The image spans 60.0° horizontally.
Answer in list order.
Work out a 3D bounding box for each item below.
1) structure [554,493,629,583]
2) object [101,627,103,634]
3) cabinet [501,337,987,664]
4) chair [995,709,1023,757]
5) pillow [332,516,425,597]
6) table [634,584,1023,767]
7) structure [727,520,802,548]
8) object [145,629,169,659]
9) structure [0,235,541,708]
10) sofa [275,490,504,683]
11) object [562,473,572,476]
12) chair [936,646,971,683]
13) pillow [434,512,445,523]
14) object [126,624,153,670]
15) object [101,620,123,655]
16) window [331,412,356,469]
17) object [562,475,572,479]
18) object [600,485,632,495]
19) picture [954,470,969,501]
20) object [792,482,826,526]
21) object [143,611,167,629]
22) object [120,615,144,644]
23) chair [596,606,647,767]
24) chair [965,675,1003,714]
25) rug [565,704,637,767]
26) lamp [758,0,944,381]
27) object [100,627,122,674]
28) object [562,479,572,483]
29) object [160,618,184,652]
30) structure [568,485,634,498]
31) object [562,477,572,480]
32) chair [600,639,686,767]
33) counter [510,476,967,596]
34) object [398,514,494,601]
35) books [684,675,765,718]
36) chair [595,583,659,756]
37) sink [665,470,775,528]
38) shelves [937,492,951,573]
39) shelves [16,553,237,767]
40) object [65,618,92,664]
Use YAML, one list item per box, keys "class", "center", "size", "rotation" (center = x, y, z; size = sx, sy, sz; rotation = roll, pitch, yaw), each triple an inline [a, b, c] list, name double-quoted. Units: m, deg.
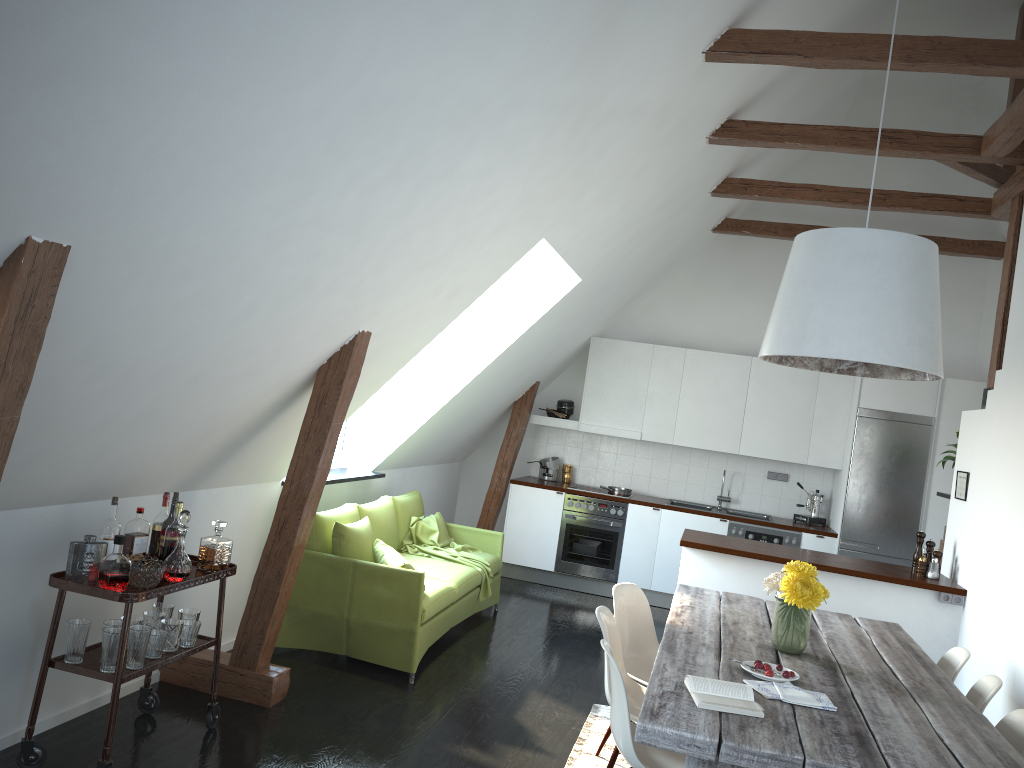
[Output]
- class: "structure"
  center: [0.795, 1.424, 8.402]
  size: [0.583, 0.725, 0.749]
  rotation: [8, -1, 14]
- class: "object"
  center: [-1.595, 1.024, 3.538]
  size: [0.092, 0.099, 0.092]
  rotation: [8, -1, -9]
- class: "cabinet"
  center: [1.877, 0.875, 7.050]
  size: [4.208, 2.369, 3.033]
  rotation: [8, -1, 14]
- class: "chair"
  center: [1.529, 1.521, 3.139]
  size: [0.542, 0.801, 0.465]
  rotation: [8, -1, 10]
- class: "pillow"
  center: [-0.755, 1.029, 5.294]
  size: [0.600, 0.387, 0.475]
  rotation: [8, -1, 11]
- class: "table"
  center: [1.119, 1.477, 3.526]
  size: [1.141, 0.788, 2.421]
  rotation: [8, -1, 14]
- class: "structure"
  center: [2.216, 1.616, 7.967]
  size: [0.612, 0.725, 0.582]
  rotation: [8, -1, 14]
- class: "object"
  center: [-1.438, 1.048, 3.572]
  size: [0.092, 0.099, 0.092]
  rotation: [8, -1, -9]
- class: "structure"
  center: [-1.744, 0.463, 2.677]
  size: [1.023, 1.963, 12.350]
  rotation: [8, -1, 14]
- class: "sofa"
  center: [-0.704, 1.251, 6.060]
  size: [0.898, 0.825, 2.093]
  rotation: [8, -1, 13]
- class: "object"
  center: [0.546, 0.904, 8.813]
  size: [0.099, 0.043, 0.100]
  rotation: [8, -1, 1]
- class: "chair"
  center: [1.773, 1.578, 4.117]
  size: [0.542, 0.801, 0.465]
  rotation: [8, -1, 15]
- class: "pillow"
  center: [-0.601, 1.147, 6.821]
  size: [0.210, 0.275, 0.462]
  rotation: [8, -1, 11]
- class: "object"
  center: [-1.445, 1.016, 3.421]
  size: [0.087, 0.155, 0.087]
  rotation: [9, -1, -14]
- class: "object"
  center: [-1.547, 1.001, 3.433]
  size: [0.087, 0.155, 0.087]
  rotation: [9, -1, -14]
- class: "window"
  center: [0.918, -1.286, 2.306]
  size: [5.959, 4.249, 8.018]
  rotation: [8, -1, 14]
- class: "object"
  center: [0.544, 0.925, 8.810]
  size: [0.099, 0.051, 0.099]
  rotation: [8, -1, 0]
- class: "object"
  center: [0.972, 1.004, 8.454]
  size: [0.351, 0.061, 0.232]
  rotation: [9, -1, -13]
- class: "picture"
  center: [2.857, 0.645, 5.630]
  size: [0.023, 0.182, 0.250]
  rotation: [8, -1, 14]
- class: "object"
  center: [2.729, 1.101, 8.169]
  size: [0.353, 0.370, 0.206]
  rotation: [9, -1, -30]
- class: "object"
  center: [-1.521, 1.030, 3.754]
  size: [0.095, 0.119, 0.095]
  rotation: [9, -1, -24]
- class: "object"
  center: [-1.569, 1.020, 3.643]
  size: [0.095, 0.119, 0.095]
  rotation: [9, -1, -24]
- class: "chair"
  center: [0.567, 1.394, 3.738]
  size: [0.542, 0.801, 0.465]
  rotation: [8, -1, 15]
- class: "chair"
  center: [1.663, 1.552, 3.657]
  size: [0.542, 0.801, 0.465]
  rotation: [8, -1, 20]
- class: "rug"
  center: [1.071, 1.859, 3.496]
  size: [1.898, 0.022, 2.677]
  rotation: [8, -1, 14]
- class: "lamp"
  center: [1.575, -1.449, 3.603]
  size: [0.757, 2.813, 0.697]
  rotation: [9, -1, -27]
- class: "object"
  center: [-1.507, 1.005, 3.344]
  size: [0.087, 0.155, 0.087]
  rotation: [9, -1, -14]
- class: "object"
  center: [0.543, 0.964, 8.809]
  size: [0.100, 0.036, 0.100]
  rotation: [8, -1, 10]
- class: "object"
  center: [-1.417, 1.043, 3.678]
  size: [0.095, 0.119, 0.095]
  rotation: [9, -1, -24]
- class: "structure"
  center: [0.845, 1.035, 8.397]
  size: [0.574, 0.041, 0.504]
  rotation: [8, -1, 14]
- class: "object"
  center: [0.544, 0.942, 8.809]
  size: [0.100, 0.048, 0.099]
  rotation: [7, -1, 32]
- class: "chair"
  center: [0.534, 1.378, 3.212]
  size: [0.542, 0.801, 0.465]
  rotation: [8, -1, 0]
- class: "counter"
  center: [1.417, 1.093, 7.121]
  size: [3.365, 0.038, 3.085]
  rotation: [8, -1, 14]
- class: "object"
  center: [-0.439, 1.280, 6.648]
  size: [0.722, 0.493, 0.711]
  rotation: [8, -1, 9]
- class: "books"
  center: [0.670, 0.981, 2.815]
  size: [0.202, 0.042, 0.251]
  rotation: [8, -1, 2]
- class: "chair"
  center: [0.702, 1.427, 4.299]
  size: [0.542, 0.801, 0.465]
  rotation: [7, -2, 40]
- class: "sink"
  center: [1.937, 1.062, 8.214]
  size: [0.963, 0.519, 0.671]
  rotation: [8, -1, 14]
- class: "shelves"
  center: [3.234, 1.067, 5.987]
  size: [0.660, 0.553, 0.408]
  rotation: [8, -1, 14]
- class: "shelves"
  center: [-1.528, 1.123, 3.630]
  size: [0.438, 0.732, 0.803]
  rotation: [8, -1, 10]
- class: "object"
  center: [-1.662, 0.983, 3.385]
  size: [0.087, 0.155, 0.087]
  rotation: [9, -1, -14]
